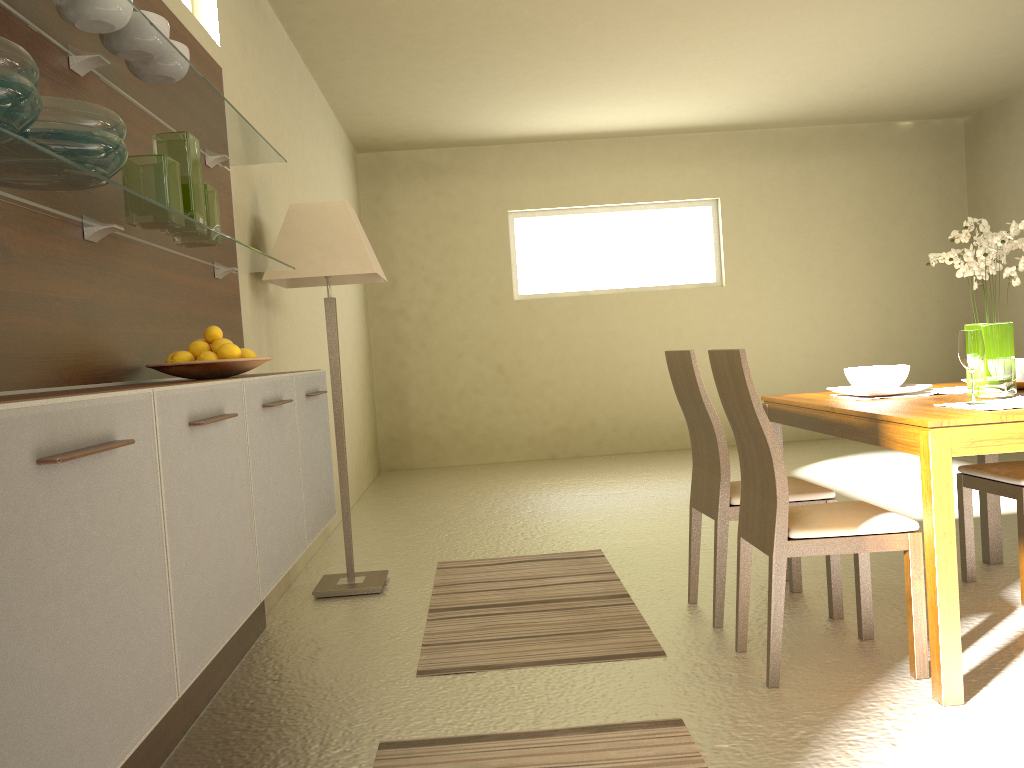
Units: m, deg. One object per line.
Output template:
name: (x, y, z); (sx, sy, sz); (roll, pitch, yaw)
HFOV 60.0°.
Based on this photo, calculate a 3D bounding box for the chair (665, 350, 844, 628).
chair: (0.910, 0.362, 3.401); (0.507, 1.017, 0.404); (-4, 2, -5)

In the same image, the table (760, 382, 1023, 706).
table: (1.624, 0.436, 3.145); (1.000, 0.790, 1.411); (-4, 2, -2)

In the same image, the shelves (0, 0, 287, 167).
shelves: (-0.936, -0.800, 2.162); (0.255, 0.008, 2.463); (-4, 2, -2)

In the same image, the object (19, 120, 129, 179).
object: (-0.860, -0.414, 1.628); (0.288, 0.068, 0.288); (-6, 3, -44)

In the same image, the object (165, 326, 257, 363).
object: (-0.837, -0.093, 2.459); (0.230, 0.139, 0.259); (-5, 3, -32)

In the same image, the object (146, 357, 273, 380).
object: (-0.840, -0.039, 2.478); (0.337, 0.053, 0.337); (-3, 2, 29)

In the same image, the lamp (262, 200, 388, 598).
lamp: (-0.813, 0.067, 4.135); (0.499, 1.782, 0.499); (-4, 2, -2)

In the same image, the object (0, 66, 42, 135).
object: (-0.840, -0.402, 1.281); (0.288, 0.068, 0.288); (-6, 3, -44)

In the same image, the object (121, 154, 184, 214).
object: (-0.893, -0.480, 2.210); (0.111, 0.160, 0.112); (-4, 2, -3)

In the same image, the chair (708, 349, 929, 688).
chair: (0.948, 0.381, 2.812); (0.507, 1.017, 0.404); (-4, 2, -2)

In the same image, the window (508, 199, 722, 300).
window: (0.991, -1.284, 8.551); (2.025, 0.848, 0.100); (-4, 2, -2)

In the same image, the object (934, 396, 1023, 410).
object: (1.661, 0.047, 2.736); (0.589, 0.010, 0.287); (-4, 2, -5)

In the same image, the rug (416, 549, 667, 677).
rug: (0.071, 0.914, 3.762); (0.843, 0.010, 1.613); (-4, 2, -2)

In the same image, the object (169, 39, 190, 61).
object: (-0.938, -0.849, 2.345); (0.163, 0.077, 0.163); (-6, 3, -44)

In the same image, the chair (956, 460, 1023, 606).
chair: (2.070, 0.281, 3.424); (0.507, 1.017, 0.404); (-4, 2, -6)

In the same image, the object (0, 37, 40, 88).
object: (-0.843, -0.445, 1.279); (0.288, 0.068, 0.288); (-6, 3, -44)

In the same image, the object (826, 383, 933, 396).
object: (1.391, 0.026, 3.372); (0.283, 0.033, 0.283); (-4, 2, -8)

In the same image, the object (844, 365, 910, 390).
object: (1.388, -0.015, 3.370); (0.233, 0.101, 0.233); (-4, 2, -14)

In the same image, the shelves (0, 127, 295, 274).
shelves: (-0.908, -0.393, 2.177); (0.255, 0.008, 2.463); (-4, 2, -2)

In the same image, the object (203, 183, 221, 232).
object: (-0.920, -0.492, 2.582); (0.112, 0.160, 0.111); (-4, 2, -3)

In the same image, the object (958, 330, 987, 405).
object: (1.436, -0.052, 2.768); (0.075, 0.232, 0.075); (-6, 3, -44)

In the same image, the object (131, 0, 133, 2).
object: (-0.926, -0.836, 1.964); (0.163, 0.077, 0.163); (-2, 3, 39)

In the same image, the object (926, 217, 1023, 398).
object: (1.609, -0.258, 3.008); (0.304, 0.608, 0.302); (-4, 2, 1)

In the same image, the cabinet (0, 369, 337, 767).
cabinet: (-0.804, 0.279, 2.205); (0.372, 0.570, 2.463); (-4, 2, -2)

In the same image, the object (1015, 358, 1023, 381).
object: (1.881, -0.044, 3.300); (0.232, 0.107, 0.233); (-4, 2, 9)

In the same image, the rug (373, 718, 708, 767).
rug: (0.077, 0.990, 1.663); (0.842, 0.007, 1.613); (-4, 2, -2)

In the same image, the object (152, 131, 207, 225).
object: (-0.895, -0.538, 2.389); (0.099, 0.259, 0.099); (-4, 2, -3)

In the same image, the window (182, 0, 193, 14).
window: (1.793, -0.635, 1.935); (6.429, 3.000, 4.466); (-4, 2, -5)

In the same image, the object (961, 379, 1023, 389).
object: (1.881, -0.004, 3.301); (0.283, 0.041, 0.283); (-4, 2, -3)

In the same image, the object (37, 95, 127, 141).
object: (-0.862, -0.456, 1.626); (0.288, 0.068, 0.288); (-6, 3, -44)

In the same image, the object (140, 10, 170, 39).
object: (-0.919, -0.844, 2.158); (0.163, 0.077, 0.163); (-6, 3, -44)

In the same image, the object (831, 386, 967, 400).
object: (1.561, 0.030, 3.391); (0.589, 0.010, 0.287); (-4, 2, 1)
